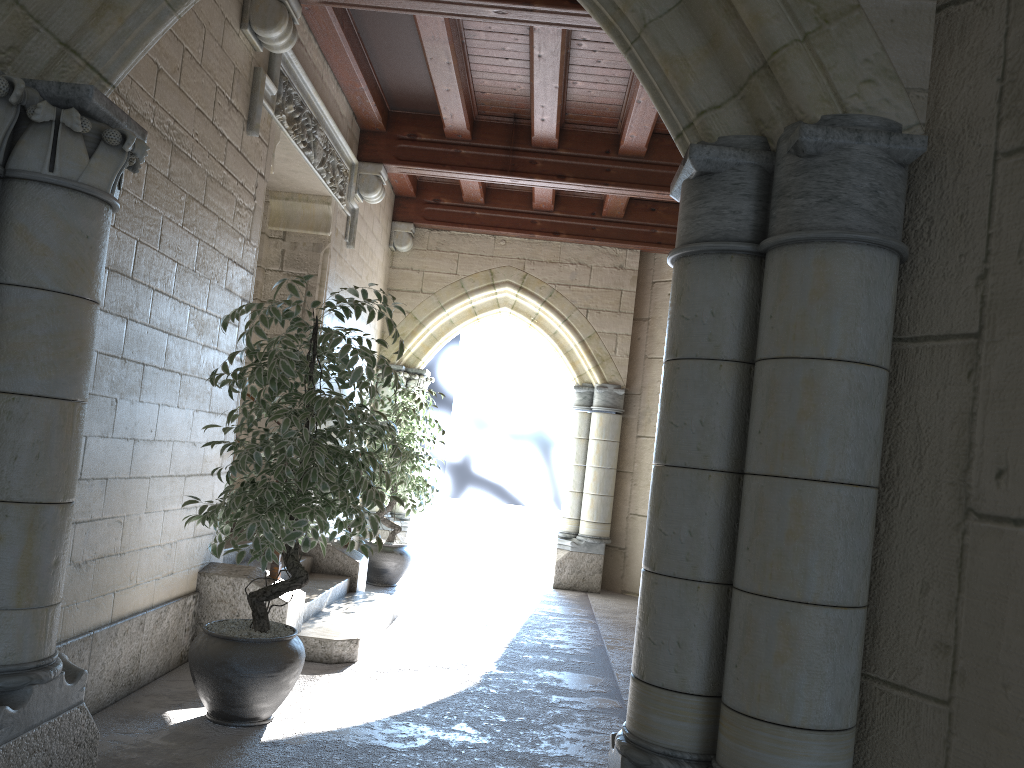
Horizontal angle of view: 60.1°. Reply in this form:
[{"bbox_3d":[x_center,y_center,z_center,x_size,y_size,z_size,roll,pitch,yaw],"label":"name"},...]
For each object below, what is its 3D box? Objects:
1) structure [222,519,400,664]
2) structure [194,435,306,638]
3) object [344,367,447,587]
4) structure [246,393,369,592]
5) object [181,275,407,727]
[{"bbox_3d":[-1.951,0.838,4.882,2.572,0.808,1.465,6,-4,2],"label":"structure"},{"bbox_3d":[-1.387,0.610,4.177,0.888,1.259,0.478,6,-3,2],"label":"structure"},{"bbox_3d":[-0.904,0.696,6.631,0.787,1.614,0.752,6,-3,-2],"label":"object"},{"bbox_3d":[-1.347,0.736,5.585,0.888,1.259,0.474,6,-3,2],"label":"structure"},{"bbox_3d":[-0.796,0.418,3.279,0.785,1.614,0.754,4,-3,33],"label":"object"}]
